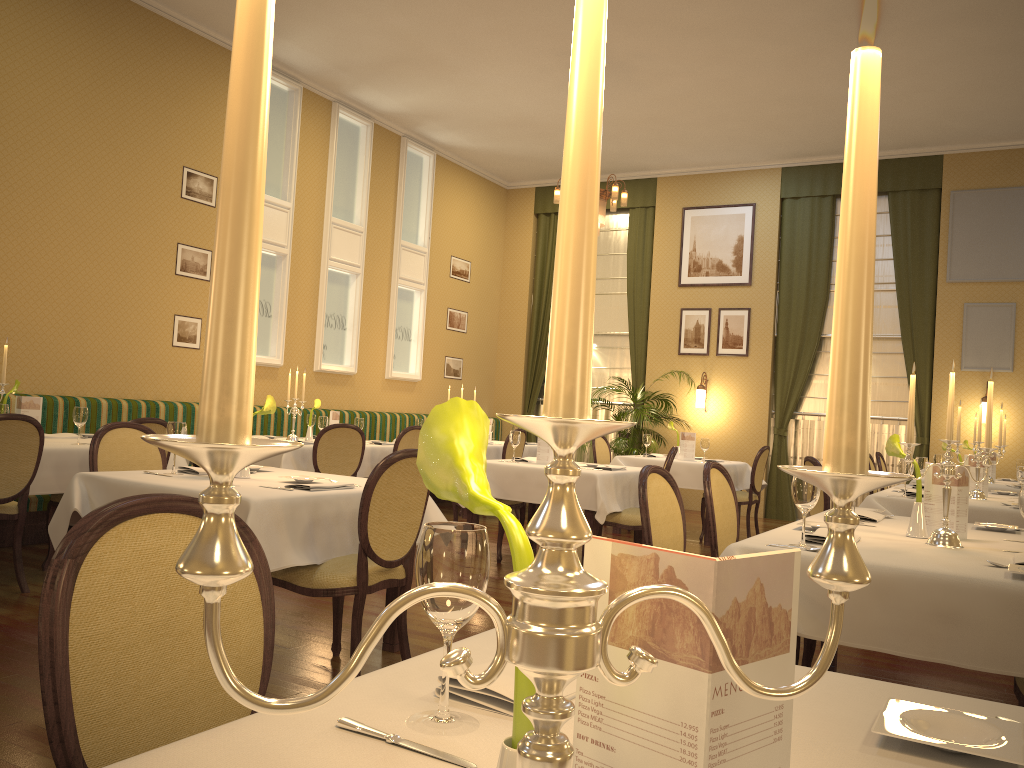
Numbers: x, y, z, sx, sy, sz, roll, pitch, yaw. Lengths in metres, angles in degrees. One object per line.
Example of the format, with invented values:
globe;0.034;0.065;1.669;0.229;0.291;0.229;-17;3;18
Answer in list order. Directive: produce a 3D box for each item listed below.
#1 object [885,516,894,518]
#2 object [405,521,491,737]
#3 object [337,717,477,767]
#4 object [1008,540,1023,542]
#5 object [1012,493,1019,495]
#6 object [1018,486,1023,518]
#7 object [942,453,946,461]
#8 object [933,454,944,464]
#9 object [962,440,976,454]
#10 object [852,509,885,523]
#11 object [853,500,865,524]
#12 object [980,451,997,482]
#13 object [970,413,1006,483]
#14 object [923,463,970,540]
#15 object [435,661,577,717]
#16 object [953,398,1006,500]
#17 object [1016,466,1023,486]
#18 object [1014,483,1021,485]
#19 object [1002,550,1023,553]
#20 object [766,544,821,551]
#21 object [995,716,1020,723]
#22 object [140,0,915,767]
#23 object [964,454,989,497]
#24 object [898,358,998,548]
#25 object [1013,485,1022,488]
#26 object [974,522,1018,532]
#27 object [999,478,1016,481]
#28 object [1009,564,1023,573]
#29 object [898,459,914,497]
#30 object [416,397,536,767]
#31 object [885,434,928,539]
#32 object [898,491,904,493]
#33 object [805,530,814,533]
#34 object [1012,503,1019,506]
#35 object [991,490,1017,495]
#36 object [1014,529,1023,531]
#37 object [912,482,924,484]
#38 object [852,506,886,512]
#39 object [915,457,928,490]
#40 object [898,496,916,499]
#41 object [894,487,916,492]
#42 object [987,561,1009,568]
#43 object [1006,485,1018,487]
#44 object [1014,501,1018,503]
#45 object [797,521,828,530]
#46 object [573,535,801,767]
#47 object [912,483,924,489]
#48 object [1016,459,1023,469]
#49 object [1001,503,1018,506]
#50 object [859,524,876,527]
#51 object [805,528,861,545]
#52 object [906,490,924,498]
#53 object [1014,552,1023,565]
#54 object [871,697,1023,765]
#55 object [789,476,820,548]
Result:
object;1.612;0.586;3.962;0.181;0.015;0.038;3;-2;31
object;-0.073;0.280;1.033;0.088;0.229;0.088;4;-2;-12
object;-0.114;0.384;0.953;0.185;0.010;0.017;3;-2;31
object;1.929;0.587;3.291;0.185;0.010;0.017;3;-2;30
object;3.653;0.789;6.309;0.181;0.015;0.038;3;-2;31
object;1.690;0.449;2.876;0.088;0.229;0.088;4;-2;-18
object;4.200;0.788;8.576;0.088;0.229;0.088;4;-2;-12
object;3.713;0.730;7.726;0.088;0.229;0.088;4;-2;-12
object;4.258;0.707;8.215;0.076;0.375;0.163;5;-2;-38
object;1.517;0.569;3.825;0.142;0.033;0.273;3;-2;30
object;1.412;0.456;3.655;0.088;0.229;0.088;4;-2;-12
object;4.404;0.766;8.184;0.166;0.277;0.081;4;-2;1
object;4.298;0.566;7.987;0.390;0.655;0.131;4;-2;-5
object;1.616;0.435;3.264;0.166;0.277;0.081;4;-2;1
object;0.031;0.393;1.202;0.142;0.033;0.273;3;-2;30
object;2.982;0.409;5.664;0.390;0.655;0.131;4;-2;-26
object;3.161;0.624;5.473;0.088;0.229;0.088;4;-2;-18
object;4.397;0.871;7.617;0.142;0.033;0.273;3;-2;30
object;1.740;0.565;2.958;0.185;0.010;0.017;3;-2;30
object;0.871;0.500;2.728;0.181;0.015;0.038;3;-2;31
object;0.696;0.437;1.089;0.181;0.015;0.038;3;-2;31
object;0.025;0.058;0.444;0.390;0.655;0.131;4;-2;-26
object;3.088;0.610;5.861;0.166;0.277;0.081;4;-2;1
object;1.511;0.234;3.066;0.390;0.655;0.131;4;-2;-26
object;4.235;0.854;7.341;0.160;0.024;0.160;3;-2;30
object;2.009;0.598;3.680;0.160;0.024;0.160;3;-2;30
object;4.797;0.930;8.600;0.160;0.024;0.160;3;-2;30
object;1.447;0.523;2.421;0.160;0.024;0.160;3;-2;30
object;2.397;0.574;5.403;0.088;0.229;0.088;4;-2;-12
object;-0.015;0.199;0.672;0.076;0.375;0.163;5;-2;-38
object;1.471;0.376;3.294;0.076;0.375;0.163;5;-2;-38
object;2.595;0.706;5.735;0.185;0.010;0.017;3;-2;31
object;1.123;0.531;3.137;0.185;0.010;0.017;3;-2;31
object;2.919;0.698;5.019;0.160;0.024;0.160;3;-2;30
object;3.481;0.773;6.278;0.160;0.024;0.160;3;-2;30
object;2.181;0.614;3.711;0.181;0.015;0.038;3;-2;31
object;3.095;0.761;6.671;0.160;0.024;0.160;3;-2;30
object;1.623;0.586;4.074;0.160;0.024;0.160;3;-2;30
object;2.884;0.631;6.253;0.088;0.229;0.088;4;-2;-12
object;2.343;0.675;5.326;0.181;0.015;0.038;3;-2;31
object;2.617;0.706;5.866;0.160;0.024;0.160;3;-2;30
object;1.482;0.534;2.581;0.181;0.015;0.038;3;-2;31
object;4.269;0.866;7.501;0.181;0.015;0.038;3;-2;31
object;3.081;0.714;5.294;0.142;0.033;0.273;3;-2;30
object;1.146;0.531;3.269;0.160;0.024;0.160;3;-2;30
object;0.130;0.258;0.641;0.166;0.277;0.081;4;-2;1
object;2.989;0.744;6.422;0.142;0.033;0.273;3;-2;30
object;4.477;0.781;7.796;0.088;0.229;0.088;4;-2;-12
object;2.953;0.709;5.178;0.181;0.015;0.038;3;-2;31
object;1.371;0.561;3.575;0.185;0.010;0.017;3;-2;31
object;1.072;0.514;2.964;0.142;0.033;0.273;3;-2;30
object;2.544;0.689;5.562;0.142;0.033;0.273;3;-2;30
object;1.610;0.539;2.697;0.142;0.033;0.273;3;-2;30
object;0.523;0.422;1.058;0.160;0.024;0.160;3;-2;30
object;0.926;0.399;2.806;0.088;0.229;0.088;4;-2;-12
